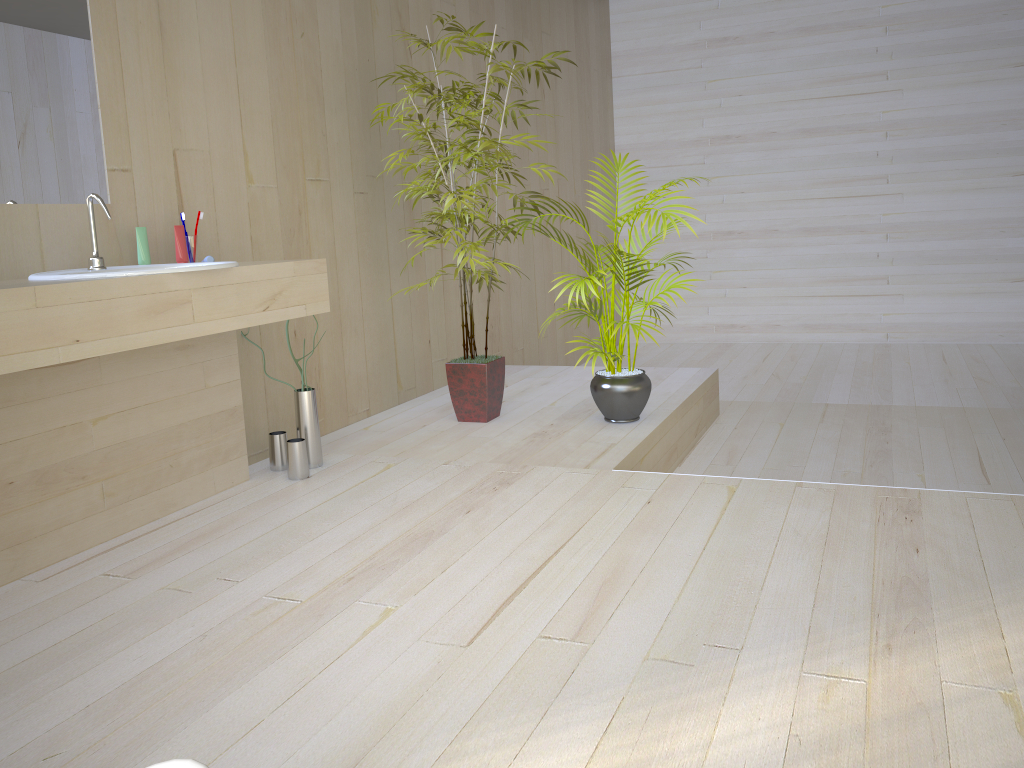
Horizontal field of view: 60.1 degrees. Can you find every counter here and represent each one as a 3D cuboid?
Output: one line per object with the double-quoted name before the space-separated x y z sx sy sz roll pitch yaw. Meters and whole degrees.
"counter" -1.076 0.083 2.508 0.550 0.785 1.215 0 10 23

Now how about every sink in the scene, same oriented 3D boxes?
"sink" -1.041 -0.331 2.471 0.504 0.416 0.578 1 10 26

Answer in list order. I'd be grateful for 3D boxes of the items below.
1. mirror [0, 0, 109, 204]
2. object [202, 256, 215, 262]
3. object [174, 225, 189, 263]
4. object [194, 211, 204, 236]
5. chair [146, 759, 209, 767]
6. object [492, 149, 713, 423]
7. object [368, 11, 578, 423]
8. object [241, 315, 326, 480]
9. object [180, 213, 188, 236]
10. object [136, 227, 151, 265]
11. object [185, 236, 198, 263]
"mirror" -1.415 -0.925 2.414 0.023 0.862 0.658 0 9 23
"object" -0.993 -0.405 2.892 0.033 0.029 0.105 -7 11 -26
"object" -1.062 -0.442 2.842 0.039 0.134 0.039 -6 8 -25
"object" -1.046 -0.488 2.952 0.050 0.177 0.012 -7 8 -27
"chair" -0.351 0.279 0.515 0.456 0.345 0.370 -10 11 -38
"object" 0.473 -0.416 3.665 0.754 1.148 0.920 -8 10 -33
"object" -0.247 -0.706 3.887 0.940 1.744 0.789 -10 10 -41
"object" -0.894 -0.040 3.228 0.406 0.743 0.276 -2 7 11
"object" -1.083 -0.484 2.951 0.012 0.174 0.054 -9 9 -41
"object" -1.159 -0.426 2.783 0.039 0.134 0.039 -6 8 -25
"object" -1.071 -0.442 2.944 0.058 0.099 0.059 2 9 33
